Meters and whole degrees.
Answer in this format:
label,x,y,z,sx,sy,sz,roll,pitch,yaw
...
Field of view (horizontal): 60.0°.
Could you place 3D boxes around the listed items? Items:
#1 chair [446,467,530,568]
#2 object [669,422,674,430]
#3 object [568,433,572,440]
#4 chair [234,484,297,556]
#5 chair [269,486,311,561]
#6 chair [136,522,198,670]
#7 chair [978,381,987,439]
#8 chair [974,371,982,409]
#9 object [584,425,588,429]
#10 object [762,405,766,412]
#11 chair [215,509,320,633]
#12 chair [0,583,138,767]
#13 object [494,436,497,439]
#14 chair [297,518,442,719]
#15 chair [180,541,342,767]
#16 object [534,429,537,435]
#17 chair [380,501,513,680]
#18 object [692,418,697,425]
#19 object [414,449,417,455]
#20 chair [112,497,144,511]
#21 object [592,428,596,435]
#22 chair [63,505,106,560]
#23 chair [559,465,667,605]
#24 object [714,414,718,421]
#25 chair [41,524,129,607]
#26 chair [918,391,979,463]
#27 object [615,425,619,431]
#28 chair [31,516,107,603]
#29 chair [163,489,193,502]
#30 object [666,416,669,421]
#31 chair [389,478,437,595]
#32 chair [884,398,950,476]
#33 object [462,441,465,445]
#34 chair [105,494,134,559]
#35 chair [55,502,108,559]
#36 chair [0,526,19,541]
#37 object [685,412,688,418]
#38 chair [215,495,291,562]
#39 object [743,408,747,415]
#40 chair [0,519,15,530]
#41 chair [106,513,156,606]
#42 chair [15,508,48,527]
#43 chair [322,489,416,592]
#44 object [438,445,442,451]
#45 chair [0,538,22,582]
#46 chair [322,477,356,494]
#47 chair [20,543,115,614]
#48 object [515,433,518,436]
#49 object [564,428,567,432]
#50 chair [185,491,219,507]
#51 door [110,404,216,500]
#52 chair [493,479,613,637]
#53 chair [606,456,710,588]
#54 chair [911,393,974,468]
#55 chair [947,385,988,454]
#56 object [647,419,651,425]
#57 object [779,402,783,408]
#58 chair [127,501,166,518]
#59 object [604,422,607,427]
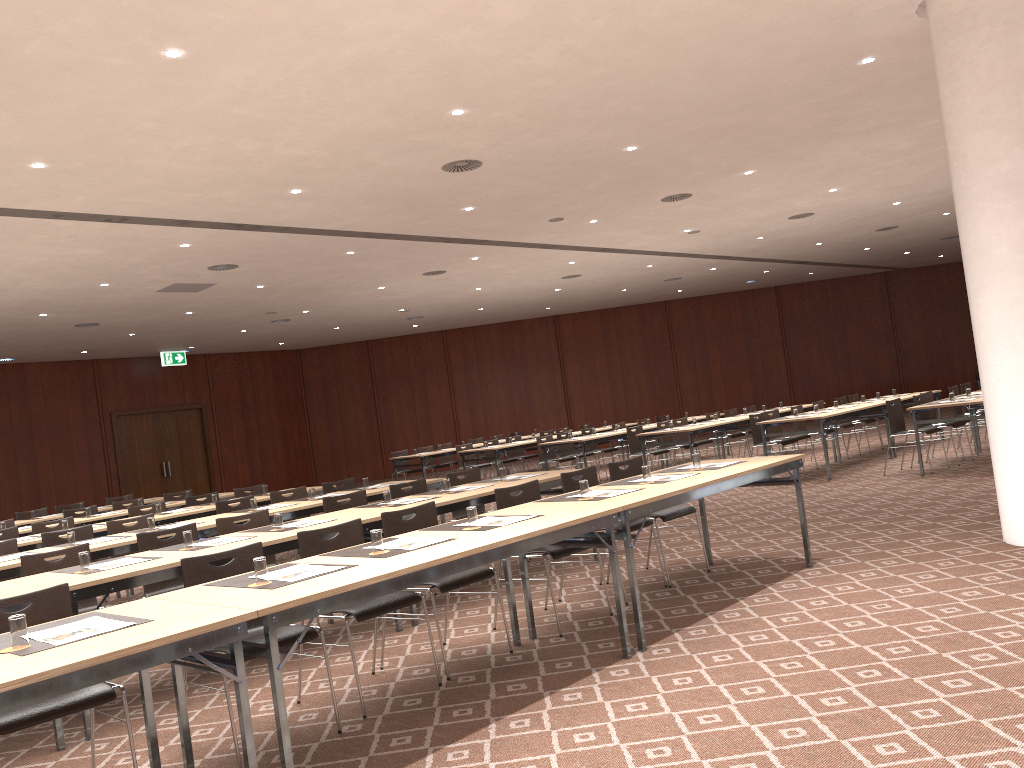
label,x,y,z,sx,sy,sz,roll,pitch,yaw
chair,-0.295,1.271,8.394,0.614,0.939,0.535,-9,-2,43
object,2.397,0.630,13.332,0.054,0.114,0.054,-8,-1,32
object,0.962,0.866,14.708,0.054,0.114,0.054,-8,-1,32
chair,-3.150,1.740,11.110,0.535,0.939,0.614,-6,-2,-45
chair,-2.189,1.553,9.234,0.535,0.939,0.614,-6,-2,-44
chair,-2.300,1.476,6.227,0.535,0.939,0.614,-6,-2,-44
chair,7.486,0.381,13.668,0.614,0.939,0.535,-9,-2,42
chair,10.606,0.144,19.749,0.535,0.939,0.614,-6,-2,-44
object,1.522,0.897,18.209,0.054,0.114,0.054,-8,-1,10
object,4.388,0.426,15.449,0.054,0.114,0.054,-8,-1,10
chair,-1.874,1.430,6.615,0.535,0.939,0.614,-6,-2,-44
chair,-1.983,1.357,3.721,0.535,0.939,0.614,-6,-2,-44
object,-0.348,1.177,19.121,0.054,0.114,0.054,-8,-1,10
chair,-0.844,1.238,4.873,0.614,0.939,0.535,-9,-2,43
chair,-1.286,1.282,4.346,0.535,0.939,0.614,-6,-2,-44
object,0.540,1.086,20.064,0.054,0.114,0.054,-8,-1,10
chair,-0.456,1.200,5.334,0.614,0.939,0.535,-9,-2,43
object,2.838,0.585,13.794,0.054,0.114,0.054,-8,-1,32
object,-1.904,1.337,17.472,0.054,0.114,0.054,-8,-1,32
chair,-5.042,2.021,11.942,0.614,0.939,0.535,-9,-2,42
object,1.408,0.820,15.178,0.054,0.114,0.054,-8,-1,32
chair,-5.493,2.069,11.527,0.614,0.939,0.535,-9,-2,44
chair,0.681,1.083,6.534,0.614,0.939,0.535,-9,-2,41
object,3.286,0.539,14.276,0.054,0.114,0.054,-8,-1,32
chair,-3.704,1.709,7.634,0.614,0.939,0.535,-9,-2,41
chair,5.849,0.552,12.028,0.535,0.939,0.614,-6,-2,-45
object,1.852,0.774,15.651,0.054,0.114,0.054,-8,-1,32
chair,-4.756,1.905,9.415,0.614,0.939,0.535,-9,-2,42
chair,-4.590,1.977,12.530,0.614,0.939,0.535,-9,-2,44
object,2.957,0.661,16.820,0.054,0.114,0.054,-8,-1,10
chair,-0.749,1.315,7.804,0.614,0.939,0.535,-9,-2,41
chair,5.020,0.637,11.152,0.535,0.939,0.614,-6,-2,-44
object,-1.008,1.245,18.416,0.054,0.114,0.054,-8,-1,32
chair,-5.994,2.207,13.827,0.614,0.939,0.535,-9,-2,43
chair,-6.524,2.263,13.329,0.614,0.939,0.535,-9,-2,41
chair,-5.121,1.941,8.968,0.614,0.939,0.535,-9,-2,43
object,3.407,0.614,17.286,0.054,0.114,0.054,-8,-1,10
chair,-2.616,1.598,8.834,0.614,0.939,0.535,-9,-2,42
object,3.942,0.472,14.978,0.054,0.114,0.054,-8,-1,10
chair,-6.212,2.144,10.818,0.535,0.939,0.614,-6,-2,-44
chair,-3.332,1.670,8.027,0.535,0.939,0.614,-6,-2,-44
chair,-6.917,2.305,12.964,0.535,0.939,0.614,-6,-2,-45
chair,-1.237,1.367,7.349,0.535,0.939,0.614,-6,-2,-45
object,-1.457,1.292,17.956,0.054,0.114,0.054,-8,-1,32
chair,-4.117,1.749,7.137,0.535,0.939,0.614,-6,-2,-45
chair,-1.735,1.504,9.653,0.614,0.939,0.535,-9,-2,44
chair,-2.823,1.532,5.724,0.614,0.939,0.535,-9,-2,41
object,0.102,1.131,19.595,0.054,0.114,0.054,-8,-1,10
object,1.077,0.943,17.734,0.054,0.114,0.054,-8,-1,10
chair,-3.599,1.787,10.686,0.614,0.939,0.535,-9,-2,43
door,-8.704,1.941,22.240,0.200,2.699,2.421,-9,-2,44
chair,0.211,1.128,5.926,0.614,0.939,0.535,-9,-2,44
chair,1.073,1.041,6.897,0.535,0.939,0.614,-6,-2,-45
chair,5.541,0.579,11.553,0.535,0.939,0.614,-6,-2,-44
chair,6.552,0.477,12.682,0.614,0.939,0.535,-9,-2,42
object,2.521,0.705,16.354,0.054,0.114,0.054,-8,-1,10
object,4.833,0.380,15.915,0.054,0.114,0.054,-8,-1,10
chair,-4.042,1.830,10.108,0.535,0.939,0.614,-6,-2,-45
object,1.969,0.851,18.677,0.054,0.114,0.054,-8,-1,10
